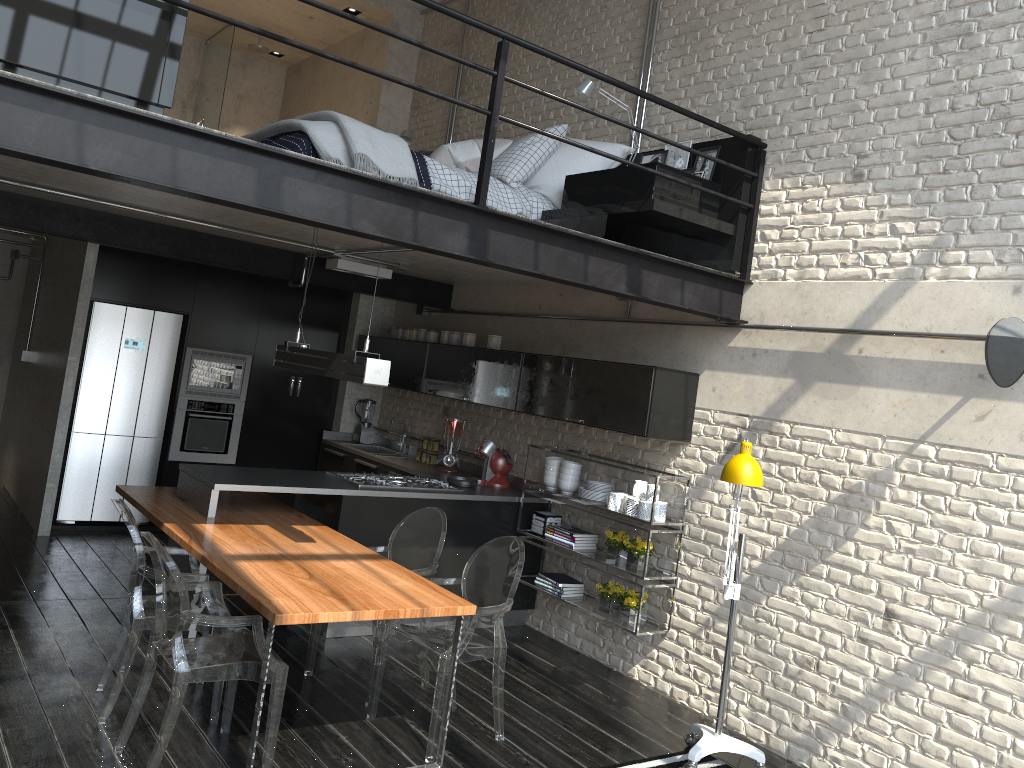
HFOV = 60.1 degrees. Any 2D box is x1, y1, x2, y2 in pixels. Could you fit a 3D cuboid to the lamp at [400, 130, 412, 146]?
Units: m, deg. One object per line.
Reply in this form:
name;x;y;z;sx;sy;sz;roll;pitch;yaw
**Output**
lamp;-0.950;-1.888;7.916;0.170;0.690;0.480;8;-2;-2

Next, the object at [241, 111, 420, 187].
object;-1.388;-1.353;5.676;0.678;0.661;2.525;9;0;-35

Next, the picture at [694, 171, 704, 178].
picture;1.131;-1.265;5.452;0.030;0.087;0.096;10;-2;-36

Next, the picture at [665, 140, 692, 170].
picture;1.039;-1.396;5.669;0.033;0.315;0.227;10;-3;-36

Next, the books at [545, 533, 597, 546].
books;0.390;1.035;5.878;0.210;0.021;0.293;8;1;-36

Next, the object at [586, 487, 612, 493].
object;0.562;0.697;5.731;0.170;0.030;0.171;8;0;-32

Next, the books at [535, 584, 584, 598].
books;0.315;1.367;5.883;0.200;0.023;0.279;8;1;-37

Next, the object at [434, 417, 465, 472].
object;-0.490;0.488;7.136;0.210;0.428;0.202;9;-3;-22

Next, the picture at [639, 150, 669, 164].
picture;0.909;-1.396;5.817;0.046;0.276;0.244;10;-3;-36

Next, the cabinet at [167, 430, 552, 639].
cabinet;-1.550;0.980;6.712;2.419;1.007;2.755;8;0;-36

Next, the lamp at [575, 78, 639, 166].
lamp;0.610;-1.643;5.771;0.482;0.690;0.169;8;-3;20

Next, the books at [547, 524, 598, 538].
books;0.404;0.978;5.885;0.210;0.021;0.293;8;1;-33

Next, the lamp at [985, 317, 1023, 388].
lamp;2.159;-0.134;3.820;0.178;0.307;0.356;7;-2;35

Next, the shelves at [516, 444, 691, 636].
shelves;0.531;0.951;5.723;0.286;0.929;1.254;10;-2;-36

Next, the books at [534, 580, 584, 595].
books;0.313;1.345;5.881;0.200;0.023;0.279;8;1;-42

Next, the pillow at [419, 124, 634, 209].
pillow;-0.284;-1.561;6.504;1.138;0.735;2.144;9;0;-38

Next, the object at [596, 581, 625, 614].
object;0.621;1.327;5.524;0.182;0.192;0.175;9;-2;-24

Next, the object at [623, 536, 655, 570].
object;0.775;1.028;5.392;0.182;0.192;0.175;9;-2;-24

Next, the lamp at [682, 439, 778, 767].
lamp;1.351;1.117;3.921;0.628;1.622;1.574;9;-2;-23

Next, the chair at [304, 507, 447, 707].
chair;-0.676;1.156;4.853;0.542;0.943;0.586;6;-3;39

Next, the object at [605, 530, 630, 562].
object;0.662;1.010;5.545;0.175;0.192;0.182;9;-1;-14

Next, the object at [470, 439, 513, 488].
object;-0.137;0.588;6.607;0.221;0.342;0.348;7;-2;38

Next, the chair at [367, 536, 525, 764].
chair;-0.260;1.221;4.330;0.586;0.943;0.542;10;-3;-41

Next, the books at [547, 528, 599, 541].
books;0.405;0.998;5.888;0.210;0.021;0.293;8;1;-36

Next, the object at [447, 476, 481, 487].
object;-0.351;0.704;6.311;0.226;0.050;0.310;8;0;-8

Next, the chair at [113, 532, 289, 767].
chair;-1.283;1.080;3.609;0.587;0.943;0.541;10;-3;-36

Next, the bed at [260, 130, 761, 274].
bed;-0.957;-1.402;6.288;2.681;0.843;4.494;8;0;-36

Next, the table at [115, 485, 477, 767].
table;-1.361;1.164;4.679;0.923;0.735;2.682;9;0;-36

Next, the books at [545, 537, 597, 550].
books;0.392;1.056;5.881;0.210;0.021;0.293;8;1;-37

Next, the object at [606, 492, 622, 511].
object;0.639;0.730;5.529;0.083;0.100;0.108;8;-1;-2

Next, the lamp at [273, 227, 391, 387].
lamp;-0.862;-0.483;4.405;0.124;0.893;1.091;10;-2;-36

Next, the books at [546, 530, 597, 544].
books;0.398;1.017;5.883;0.210;0.021;0.293;8;1;-38

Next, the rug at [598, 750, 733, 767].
rug;0.623;1.839;2.114;3.385;0.004;3.505;8;1;-36

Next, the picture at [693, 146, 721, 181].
picture;1.183;-1.340;5.445;0.055;0.250;0.175;10;-3;-36

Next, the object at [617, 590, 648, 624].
object;0.733;1.344;5.379;0.175;0.192;0.182;9;-1;-14

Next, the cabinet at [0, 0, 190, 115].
cabinet;-2.414;-1.447;4.432;0.603;0.553;3.190;9;0;-36

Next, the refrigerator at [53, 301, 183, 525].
refrigerator;-3.368;0.250;7.529;0.720;1.829;0.500;10;-3;-36

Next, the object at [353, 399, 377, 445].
object;-1.399;0.347;8.341;0.222;0.424;0.162;10;-3;-36

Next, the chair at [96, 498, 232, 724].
chair;-1.636;1.024;4.145;0.587;0.943;0.541;9;-2;-26

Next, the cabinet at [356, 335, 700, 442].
cabinet;-0.185;-0.055;6.855;0.397;0.422;3.907;9;0;-36

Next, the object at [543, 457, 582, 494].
object;0.341;0.623;6.071;0.149;0.217;0.310;10;-2;-39

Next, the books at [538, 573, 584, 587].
books;0.327;1.303;5.889;0.200;0.023;0.279;8;1;-27

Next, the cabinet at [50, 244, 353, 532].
cabinet;-2.746;0.053;7.990;2.308;2.481;0.554;9;-3;-36

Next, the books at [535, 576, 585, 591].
books;0.321;1.324;5.885;0.200;0.023;0.279;8;1;-38

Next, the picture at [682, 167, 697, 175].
picture;1.067;-1.292;5.538;0.051;0.121;0.175;10;-2;-36
